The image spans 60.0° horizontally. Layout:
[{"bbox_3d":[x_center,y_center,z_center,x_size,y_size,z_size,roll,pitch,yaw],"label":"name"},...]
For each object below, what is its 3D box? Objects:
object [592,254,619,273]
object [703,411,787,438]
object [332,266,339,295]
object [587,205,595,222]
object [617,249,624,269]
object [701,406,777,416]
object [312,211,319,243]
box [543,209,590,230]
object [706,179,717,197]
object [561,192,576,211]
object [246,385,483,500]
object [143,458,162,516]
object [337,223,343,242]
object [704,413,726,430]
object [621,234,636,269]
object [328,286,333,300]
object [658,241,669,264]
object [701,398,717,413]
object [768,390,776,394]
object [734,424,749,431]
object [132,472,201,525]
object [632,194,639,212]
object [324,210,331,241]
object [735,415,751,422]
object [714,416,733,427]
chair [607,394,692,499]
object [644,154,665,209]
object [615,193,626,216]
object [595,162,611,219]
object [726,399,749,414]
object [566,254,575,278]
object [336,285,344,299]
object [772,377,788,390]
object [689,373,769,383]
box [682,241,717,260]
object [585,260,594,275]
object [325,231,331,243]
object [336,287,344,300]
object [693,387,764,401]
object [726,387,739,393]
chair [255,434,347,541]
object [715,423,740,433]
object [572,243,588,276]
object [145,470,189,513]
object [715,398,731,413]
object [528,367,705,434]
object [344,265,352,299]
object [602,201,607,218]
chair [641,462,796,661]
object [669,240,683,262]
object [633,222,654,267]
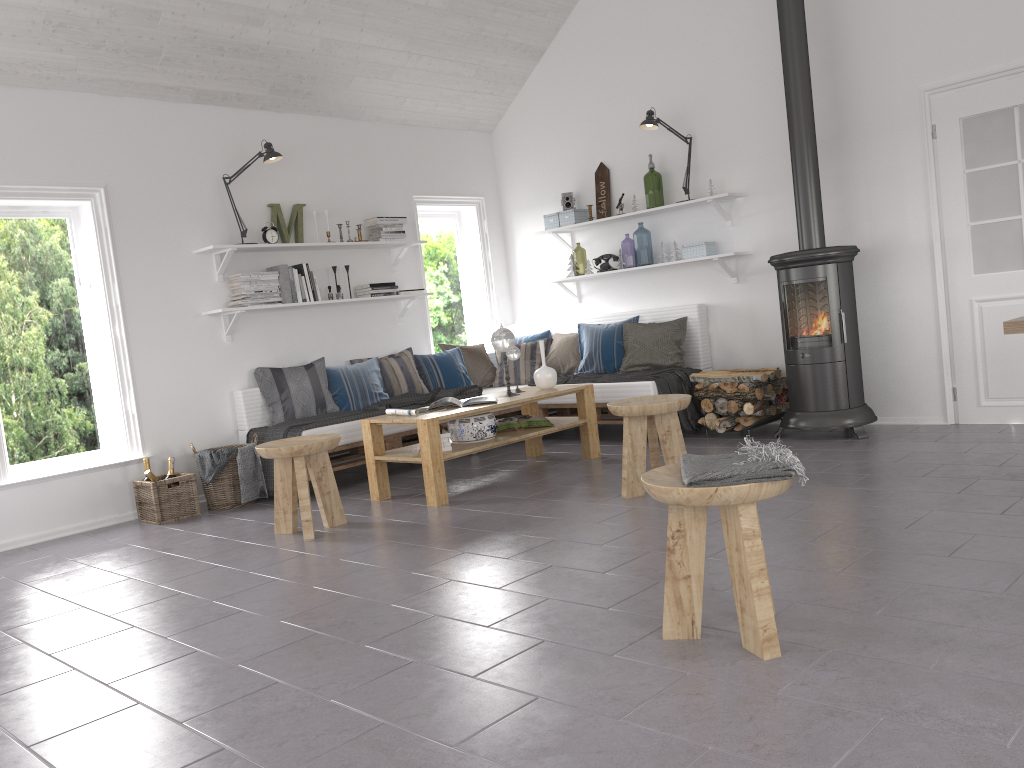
[{"bbox_3d":[0.750,-0.963,7.087,0.171,0.146,0.203,-8,5,-22],"label":"object"},{"bbox_3d":[1.621,0.278,6.183,0.456,0.118,0.478,-3,6,44],"label":"object"},{"bbox_3d":[-1.305,-0.744,6.591,0.085,0.259,0.085,-6,4,13],"label":"object"},{"bbox_3d":[0.630,-1.370,7.113,0.085,0.152,0.085,-8,5,-22],"label":"object"},{"bbox_3d":[0.866,-0.990,7.031,0.007,0.176,0.127,-10,5,-40],"label":"object"},{"bbox_3d":[1.559,0.185,6.123,0.539,0.070,0.101,-2,6,45],"label":"object"},{"bbox_3d":[-1.437,-1.139,6.521,0.084,0.256,0.084,-6,4,13],"label":"object"},{"bbox_3d":[0.468,-1.357,7.343,0.332,0.131,0.242,-3,6,44],"label":"box"},{"bbox_3d":[1.428,-1.401,6.356,0.072,0.142,0.073,-8,4,-13],"label":"object"},{"bbox_3d":[0.466,-1.500,7.323,0.121,0.157,0.117,-6,4,4],"label":"object"},{"bbox_3d":[-0.966,0.362,6.274,0.685,0.533,1.892,-3,6,44],"label":"object"},{"bbox_3d":[-2.214,0.641,5.431,0.095,0.377,0.095,-7,4,-10],"label":"object"},{"bbox_3d":[-1.261,-1.108,6.532,0.055,0.153,0.055,-5,5,22],"label":"object"},{"bbox_3d":[1.552,0.232,6.246,0.520,0.142,0.118,-10,6,-42],"label":"object"},{"bbox_3d":[0.908,-1.032,6.896,0.111,0.270,0.111,-9,5,-27],"label":"object"},{"bbox_3d":[-1.334,-0.663,6.510,0.032,0.117,0.058,-5,4,18],"label":"object"},{"bbox_3d":[1.148,-1.003,6.751,0.103,0.178,0.097,-6,4,7],"label":"object"},{"bbox_3d":[1.508,0.117,6.267,0.103,0.107,0.516,-3,6,43],"label":"object"},{"bbox_3d":[1.591,0.067,6.134,0.098,0.067,0.467,-11,6,-44],"label":"object"},{"bbox_3d":[1.686,0.253,6.112,0.096,0.067,0.467,-3,6,44],"label":"object"},{"bbox_3d":[-2.115,0.703,5.436,0.276,0.270,0.276,-3,6,44],"label":"object"},{"bbox_3d":[0.941,-1.379,6.778,0.075,0.147,0.075,-6,4,11],"label":"object"},{"bbox_3d":[-1.352,-1.151,6.541,0.084,0.256,0.084,-6,4,13],"label":"object"},{"bbox_3d":[1.658,0.212,6.088,0.046,0.033,0.425,-3,6,44],"label":"object"},{"bbox_3d":[1.577,0.227,6.171,0.057,0.050,0.561,-3,6,44],"label":"object"},{"bbox_3d":[0.731,0.318,4.577,0.431,0.479,0.431,-3,6,41],"label":"chair"},{"bbox_3d":[1.061,-1.521,6.673,0.136,0.415,0.136,-8,4,-13],"label":"object"},{"bbox_3d":[0.848,-1.392,6.935,0.092,0.172,0.177,-6,4,12],"label":"object"},{"bbox_3d":[0.731,-1.548,7.149,0.053,0.480,0.154,-10,5,-40],"label":"object"},{"bbox_3d":[1.648,0.122,6.099,0.102,0.102,0.561,-3,6,43],"label":"object"},{"bbox_3d":[0.504,-0.978,7.309,0.107,0.195,0.113,-10,5,-39],"label":"object"},{"bbox_3d":[-1.275,-0.673,6.546,0.058,0.117,0.032,-9,5,-34],"label":"object"},{"bbox_3d":[1.713,0.006,6.244,0.123,0.097,0.483,-11,6,-44],"label":"object"},{"bbox_3d":[1.461,-0.045,6.021,0.571,0.079,0.115,-2,6,45],"label":"object"},{"bbox_3d":[1.371,-0.974,6.497,0.202,0.110,0.137,-3,6,44],"label":"box"},{"bbox_3d":[0.616,-0.942,7.127,0.072,0.124,0.068,-4,5,29],"label":"object"},{"bbox_3d":[-1.321,-1.057,6.397,0.088,0.085,0.088,-8,5,-23],"label":"object"},{"bbox_3d":[-1.261,-0.663,6.491,0.032,0.102,0.058,-3,5,39],"label":"object"},{"bbox_3d":[1.461,0.066,6.002,0.126,0.104,0.480,-11,6,-44],"label":"object"},{"bbox_3d":[1.605,0.004,6.056,0.059,0.048,0.529,-3,6,44],"label":"object"},{"bbox_3d":[-1.068,0.528,4.564,0.431,0.479,0.431,-3,6,42],"label":"chair"},{"bbox_3d":[1.603,0.265,6.170,0.095,0.063,0.562,-2,6,45],"label":"object"},{"bbox_3d":[0.554,-1.015,7.229,0.111,0.270,0.111,-9,5,-27],"label":"object"},{"bbox_3d":[-2.092,0.659,5.379,0.095,0.332,0.284,-5,5,23],"label":"object"},{"bbox_3d":[1.573,0.115,6.170,0.110,0.109,0.463,-3,6,42],"label":"object"},{"bbox_3d":[0.770,0.136,6.738,1.449,0.508,0.716,-4,5,34],"label":"object"},{"bbox_3d":[-1.220,-0.758,6.638,0.085,0.259,0.085,-6,4,13],"label":"object"},{"bbox_3d":[0.739,-1.375,7.031,0.052,0.148,0.052,-6,4,6],"label":"object"},{"bbox_3d":[0.609,0.484,2.526,0.431,0.479,0.431,-9,5,-29],"label":"chair"},{"bbox_3d":[1.222,-0.994,6.637,0.093,0.161,0.088,-10,5,-36],"label":"object"},{"bbox_3d":[1.002,-1.068,6.790,0.137,0.335,0.137,-4,5,33],"label":"object"}]
